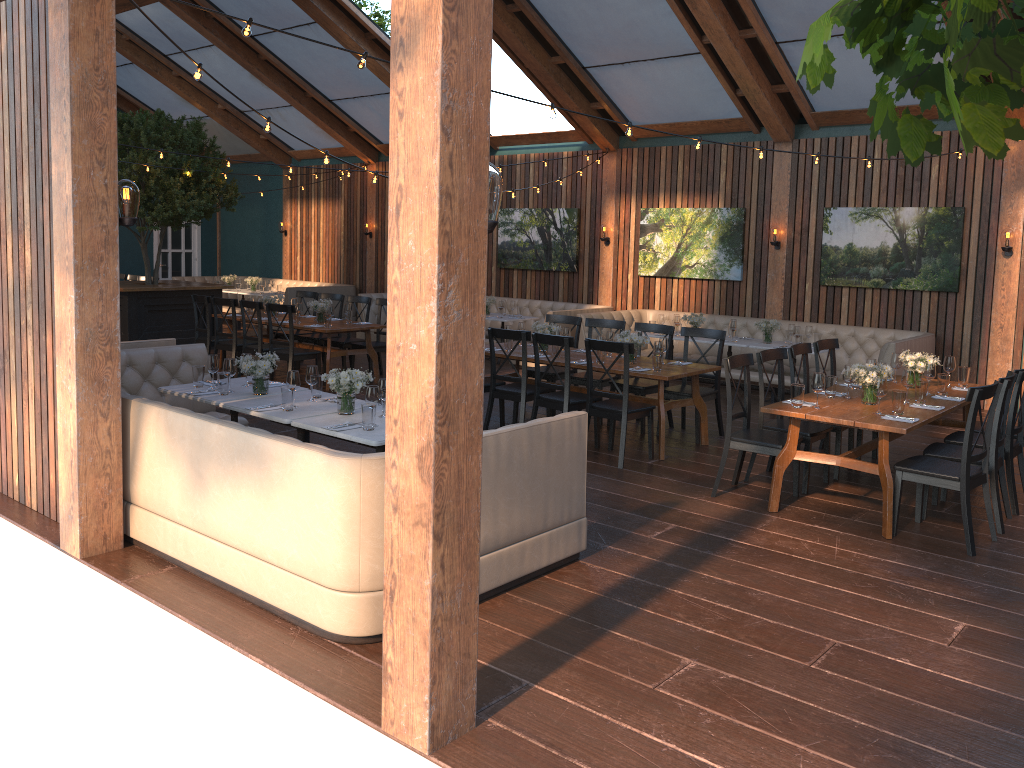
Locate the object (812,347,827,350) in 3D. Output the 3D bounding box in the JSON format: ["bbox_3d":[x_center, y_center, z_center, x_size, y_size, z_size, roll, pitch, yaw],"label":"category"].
[{"bbox_3d":[3.500,-0.417,10.169,0.256,0.019,0.158,9,12,40],"label":"object"}]

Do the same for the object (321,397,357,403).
[{"bbox_3d":[-1.229,0.104,6.191,0.158,0.019,0.256,9,12,40],"label":"object"}]

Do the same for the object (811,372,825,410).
[{"bbox_3d":[2.086,0.047,6.037,0.092,0.243,0.093,1,6,-7],"label":"object"}]

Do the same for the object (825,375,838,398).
[{"bbox_3d":[2.339,0.023,6.491,0.092,0.157,0.092,-1,7,-23],"label":"object"}]

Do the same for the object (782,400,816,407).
[{"bbox_3d":[2.042,0.131,6.207,0.256,0.019,0.158,9,12,40],"label":"object"}]

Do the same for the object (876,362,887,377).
[{"bbox_3d":[3.062,-0.099,7.358,0.092,0.157,0.092,-1,7,-23],"label":"object"}]

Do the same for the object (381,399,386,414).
[{"bbox_3d":[-0.808,0.114,5.767,0.092,0.157,0.092,5,7,26],"label":"object"}]

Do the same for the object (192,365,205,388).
[{"bbox_3d":[-2.322,-0.055,6.554,0.092,0.157,0.092,5,7,26],"label":"object"}]

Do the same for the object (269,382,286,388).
[{"bbox_3d":[-1.839,0.004,6.705,0.158,0.019,0.256,9,12,40],"label":"object"}]

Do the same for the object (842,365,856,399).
[{"bbox_3d":[2.469,-0.016,6.484,0.092,0.243,0.093,1,6,-7],"label":"object"}]

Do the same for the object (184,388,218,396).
[{"bbox_3d":[-2.199,0.053,6.345,0.158,0.019,0.256,9,12,40],"label":"object"}]

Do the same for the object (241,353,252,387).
[{"bbox_3d":[-1.996,-0.105,6.651,0.092,0.243,0.093,1,6,-2],"label":"object"}]

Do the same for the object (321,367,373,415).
[{"bbox_3d":[-1.073,0.037,5.731,0.336,0.307,0.331,3,8,14],"label":"object"}]

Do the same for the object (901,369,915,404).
[{"bbox_3d":[2.844,0.015,6.358,0.092,0.243,0.093,1,6,-7],"label":"object"}]

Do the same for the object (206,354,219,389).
[{"bbox_3d":[-2.212,-0.093,6.543,0.092,0.243,0.093,1,6,-2],"label":"object"}]

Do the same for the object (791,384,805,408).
[{"bbox_3d":[1.952,0.084,6.052,0.092,0.157,0.092,-1,7,-23],"label":"object"}]

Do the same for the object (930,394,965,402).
[{"bbox_3d":[3.236,0.097,6.612,0.256,0.019,0.158,9,12,40],"label":"object"}]

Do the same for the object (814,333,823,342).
[{"bbox_3d":[3.567,-0.509,10.315,0.092,0.157,0.092,5,7,26],"label":"object"}]

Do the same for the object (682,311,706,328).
[{"bbox_3d":[2.316,-0.758,11.175,0.329,0.307,0.338,-2,8,-27],"label":"object"}]

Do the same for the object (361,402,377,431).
[{"bbox_3d":[-0.852,0.195,5.260,0.092,0.157,0.092,5,7,26],"label":"object"}]

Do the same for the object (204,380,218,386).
[{"bbox_3d":[-2.258,-0.009,6.713,0.256,0.019,0.158,9,12,40],"label":"object"}]

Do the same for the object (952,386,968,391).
[{"bbox_3d":[3.604,0.036,7.051,0.256,0.019,0.158,9,12,40],"label":"object"}]

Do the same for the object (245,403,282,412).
[{"bbox_3d":[-1.615,0.150,5.842,0.158,0.019,0.256,9,12,40],"label":"object"}]

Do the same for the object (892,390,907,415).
[{"bbox_3d":[2.581,0.124,5.907,0.092,0.157,0.092,-1,7,-23],"label":"object"}]

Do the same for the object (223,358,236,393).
[{"bbox_3d":[-2.036,-0.061,6.378,0.092,0.243,0.093,1,6,-2],"label":"object"}]

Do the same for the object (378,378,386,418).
[{"bbox_3d":[-0.815,0.089,5.654,0.092,0.243,0.093,1,6,-7],"label":"object"}]

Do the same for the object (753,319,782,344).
[{"bbox_3d":[3.055,-0.641,10.578,0.336,0.307,0.331,3,8,14],"label":"object"}]

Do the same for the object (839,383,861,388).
[{"bbox_3d":[2.758,0.012,7.059,0.256,0.019,0.158,9,12,40],"label":"object"}]

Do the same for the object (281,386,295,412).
[{"bbox_3d":[-1.461,0.096,5.770,0.092,0.157,0.092,5,7,26],"label":"object"}]

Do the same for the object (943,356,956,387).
[{"bbox_3d":[3.560,-0.105,7.209,0.092,0.243,0.093,1,6,-7],"label":"object"}]

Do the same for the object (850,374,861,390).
[{"bbox_3d":[2.685,-0.036,6.908,0.092,0.157,0.092,-1,7,-23],"label":"object"}]

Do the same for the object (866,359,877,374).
[{"bbox_3d":[2.790,-0.072,6.884,0.092,0.243,0.093,1,6,-7],"label":"object"}]

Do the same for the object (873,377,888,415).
[{"bbox_3d":[2.453,0.079,5.900,0.092,0.243,0.093,1,6,-7],"label":"object"}]

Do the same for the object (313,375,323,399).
[{"bbox_3d":[-1.380,0.020,6.249,0.092,0.157,0.092,5,7,26],"label":"object"}]

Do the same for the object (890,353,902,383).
[{"bbox_3d":[3.180,-0.134,7.328,0.092,0.243,0.093,1,6,-7],"label":"object"}]

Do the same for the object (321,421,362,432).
[{"bbox_3d":[-1.007,0.249,5.332,0.158,0.019,0.256,9,12,40],"label":"object"}]

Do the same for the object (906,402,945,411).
[{"bbox_3d":[2.893,0.152,6.217,0.256,0.019,0.158,9,12,40],"label":"object"}]

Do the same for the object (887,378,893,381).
[{"bbox_3d":[3.128,-0.049,7.495,0.256,0.019,0.158,9,12,40],"label":"object"}]

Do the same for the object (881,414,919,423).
[{"bbox_3d":[2.500,0.217,5.752,0.256,0.019,0.158,9,12,40],"label":"object"}]

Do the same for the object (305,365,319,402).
[{"bbox_3d":[-1.386,-0.005,6.136,0.092,0.243,0.093,1,6,-7],"label":"object"}]

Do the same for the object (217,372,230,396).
[{"bbox_3d":[-2.044,-0.002,6.273,0.092,0.157,0.092,5,7,26],"label":"object"}]

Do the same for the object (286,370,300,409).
[{"bbox_3d":[-1.452,0.036,5.875,0.092,0.243,0.093,1,6,-7],"label":"object"}]

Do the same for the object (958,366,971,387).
[{"bbox_3d":[3.683,-0.059,7.216,0.092,0.157,0.092,-1,7,-23],"label":"object"}]

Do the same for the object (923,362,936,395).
[{"bbox_3d":[3.185,-0.041,6.758,0.092,0.243,0.093,1,6,-7],"label":"object"}]

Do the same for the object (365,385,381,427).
[{"bbox_3d":[-0.843,0.135,5.365,0.092,0.243,0.093,1,6,-7],"label":"object"}]

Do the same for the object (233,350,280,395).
[{"bbox_3d":[-1.811,-0.080,6.328,0.329,0.307,0.338,-2,8,-27],"label":"object"}]

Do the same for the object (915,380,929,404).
[{"bbox_3d":[2.944,0.059,6.366,0.092,0.157,0.092,-1,7,-23],"label":"object"}]

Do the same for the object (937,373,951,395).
[{"bbox_3d":[3.299,0.004,6.766,0.092,0.157,0.092,-1,7,-23],"label":"object"}]

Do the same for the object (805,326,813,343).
[{"bbox_3d":[3.459,-0.555,10.318,0.092,0.243,0.093,1,6,-7],"label":"object"}]

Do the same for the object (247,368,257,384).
[{"bbox_3d":[-1.990,-0.080,6.764,0.092,0.157,0.092,5,7,26],"label":"object"}]
